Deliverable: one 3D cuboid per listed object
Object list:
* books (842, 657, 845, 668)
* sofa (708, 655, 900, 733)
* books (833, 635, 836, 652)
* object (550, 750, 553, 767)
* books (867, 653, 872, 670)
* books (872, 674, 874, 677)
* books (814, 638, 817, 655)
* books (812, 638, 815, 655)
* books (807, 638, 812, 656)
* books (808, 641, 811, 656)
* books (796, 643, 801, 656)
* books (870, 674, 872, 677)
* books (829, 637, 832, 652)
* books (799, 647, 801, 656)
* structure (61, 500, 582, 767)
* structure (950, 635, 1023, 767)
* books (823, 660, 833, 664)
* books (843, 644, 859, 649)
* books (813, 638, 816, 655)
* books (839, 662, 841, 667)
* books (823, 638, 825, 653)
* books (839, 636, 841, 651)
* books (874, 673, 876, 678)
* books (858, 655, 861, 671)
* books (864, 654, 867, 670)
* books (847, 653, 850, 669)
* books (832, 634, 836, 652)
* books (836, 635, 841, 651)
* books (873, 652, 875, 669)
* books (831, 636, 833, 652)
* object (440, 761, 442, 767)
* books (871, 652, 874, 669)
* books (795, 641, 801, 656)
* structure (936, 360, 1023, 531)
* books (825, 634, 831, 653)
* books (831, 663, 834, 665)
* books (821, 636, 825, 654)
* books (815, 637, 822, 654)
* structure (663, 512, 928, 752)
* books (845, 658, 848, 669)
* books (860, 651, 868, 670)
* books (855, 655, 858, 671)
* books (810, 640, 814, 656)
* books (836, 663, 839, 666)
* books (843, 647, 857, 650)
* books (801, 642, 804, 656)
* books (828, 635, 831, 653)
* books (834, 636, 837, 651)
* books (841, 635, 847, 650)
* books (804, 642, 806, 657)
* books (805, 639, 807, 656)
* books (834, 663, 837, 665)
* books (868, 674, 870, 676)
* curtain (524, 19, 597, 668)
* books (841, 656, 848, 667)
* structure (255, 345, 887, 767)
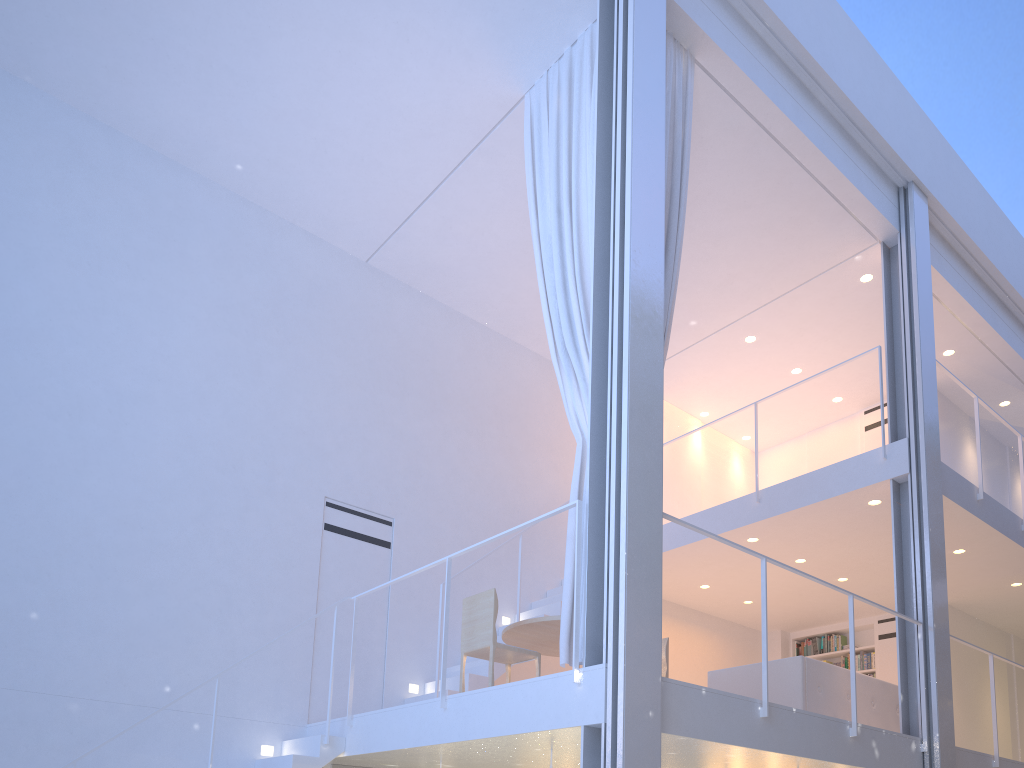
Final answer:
[{"bbox_3d":[0.867,2.142,4.865,3.789,1.480,0.129,19,-17,-30],"label":"books"},{"bbox_3d":[1.452,1.605,3.976,1.047,0.326,0.534,24,-32,-35],"label":"sofa"},{"bbox_3d":[2.359,1.890,5.967,0.101,0.120,0.008,17,-17,-38],"label":"books"},{"bbox_3d":[0.137,1.307,2.859,0.030,0.070,0.031,9,-15,-27],"label":"object"},{"bbox_3d":[0.948,2.116,4.819,3.736,1.477,0.047,17,-16,-27],"label":"books"},{"bbox_3d":[2.525,2.083,5.705,0.091,0.129,0.011,16,-16,-39],"label":"books"},{"bbox_3d":[2.269,1.949,6.086,0.089,0.129,0.025,16,-17,-38],"label":"books"},{"bbox_3d":[2.258,1.956,6.099,0.089,0.129,0.025,16,-17,-38],"label":"books"},{"bbox_3d":[2.228,1.972,6.137,0.087,0.137,0.011,15,-16,-39],"label":"books"},{"bbox_3d":[2.235,1.976,6.119,0.097,0.110,0.021,17,-18,-38],"label":"books"},{"bbox_3d":[2.168,2.018,6.197,0.101,0.110,0.006,18,-17,-38],"label":"books"},{"bbox_3d":[2.517,2.088,5.712,0.094,0.126,0.010,16,-17,-39],"label":"books"},{"bbox_3d":[2.344,1.910,5.992,0.090,0.108,0.019,17,-17,-38],"label":"books"},{"bbox_3d":[2.189,2.029,6.195,0.066,0.088,0.021,16,-17,-38],"label":"books"},{"bbox_3d":[-0.812,1.140,2.327,1.529,1.586,1.451,17,-24,-36],"label":"structure"},{"bbox_3d":[2.479,1.637,4.043,1.812,0.498,0.029,25,-22,-36],"label":"structure"},{"bbox_3d":[0.828,2.202,4.950,3.740,1.504,0.031,20,-18,-31],"label":"books"},{"bbox_3d":[2.428,1.882,5.891,0.066,0.018,0.103,18,-33,-28],"label":"books"},{"bbox_3d":[2.264,1.952,6.092,0.089,0.129,0.025,16,-17,-38],"label":"books"},{"bbox_3d":[2.380,2.058,5.935,0.066,0.090,0.042,16,-19,-38],"label":"books"},{"bbox_3d":[2.311,1.928,6.030,0.094,0.113,0.015,17,-17,-38],"label":"books"},{"bbox_3d":[2.385,1.881,5.938,0.095,0.108,0.007,17,-17,-38],"label":"books"},{"bbox_3d":[2.536,2.077,5.694,0.089,0.130,0.020,16,-16,-39],"label":"books"},{"bbox_3d":[0.926,2.111,4.838,3.742,1.454,0.030,18,-16,-28],"label":"books"},{"bbox_3d":[0.923,2.120,4.819,3.773,1.486,0.039,17,-16,-27],"label":"books"},{"bbox_3d":[2.423,2.000,5.873,0.087,0.137,0.011,15,-16,-39],"label":"books"},{"bbox_3d":[2.355,1.890,5.977,0.095,0.130,0.009,16,-16,-39],"label":"books"},{"bbox_3d":[2.377,1.881,5.946,0.100,0.115,0.015,17,-17,-38],"label":"books"},{"bbox_3d":[0.957,2.105,4.792,3.758,1.485,0.040,17,-15,-27],"label":"books"},{"bbox_3d":[2.348,1.900,5.980,0.101,0.115,0.005,17,-17,-38],"label":"books"},{"bbox_3d":[-0.293,1.584,3.378,0.030,0.070,0.031,9,-15,-27],"label":"object"},{"bbox_3d":[0.943,2.123,4.806,3.759,1.509,0.038,17,-15,-27],"label":"books"},{"bbox_3d":[2.164,2.015,6.209,0.094,0.127,0.015,16,-17,-39],"label":"books"},{"bbox_3d":[2.525,0.422,4.252,1.812,0.498,0.029,25,-22,-36],"label":"structure"},{"bbox_3d":[2.321,1.910,6.021,0.092,0.136,0.015,16,-16,-39],"label":"books"},{"bbox_3d":[2.339,2.085,5.985,0.066,0.090,0.042,16,-19,-38],"label":"books"},{"bbox_3d":[2.302,1.930,6.050,0.083,0.127,0.028,15,-16,-38],"label":"books"},{"bbox_3d":[2.275,1.945,6.079,0.089,0.129,0.025,16,-17,-38],"label":"books"},{"bbox_3d":[1.047,0.937,2.890,1.809,0.498,0.029,25,-22,-36],"label":"structure"},{"bbox_3d":[0.898,2.174,4.892,3.703,1.504,0.032,18,-17,-29],"label":"books"},{"bbox_3d":[0.921,2.136,4.850,3.733,1.534,0.032,17,-16,-27],"label":"books"},{"bbox_3d":[0.920,2.124,4.828,3.759,1.481,0.036,18,-16,-29],"label":"books"},{"bbox_3d":[2.244,1.967,6.106,0.101,0.115,0.007,17,-17,-38],"label":"books"},{"bbox_3d":[2.367,2.067,5.952,0.066,0.090,0.042,16,-19,-38],"label":"books"},{"bbox_3d":[2.429,1.905,5.892,0.067,0.018,0.101,22,-34,-32],"label":"books"},{"bbox_3d":[2.201,2.005,6.178,0.074,0.116,0.021,15,-16,-39],"label":"books"},{"bbox_3d":[2.333,1.907,6.004,0.094,0.126,0.010,16,-17,-39],"label":"books"},{"bbox_3d":[2.368,1.890,5.958,0.098,0.110,0.015,17,-17,-38],"label":"books"},{"bbox_3d":[2.397,1.878,5.940,0.076,0.115,0.007,15,-16,-39],"label":"books"},{"bbox_3d":[2.214,1.996,6.161,0.074,0.116,0.021,15,-16,-39],"label":"books"},{"bbox_3d":[2.219,1.980,6.145,0.091,0.129,0.011,16,-16,-39],"label":"books"},{"bbox_3d":[2.352,2.076,5.967,0.066,0.090,0.042,16,-19,-38],"label":"books"},{"bbox_3d":[2.506,2.093,5.725,0.095,0.130,0.009,16,-16,-39],"label":"books"},{"bbox_3d":[0.174,-0.164,2.774,0.102,2.160,0.534,10,-14,-40],"label":"curtain"},{"bbox_3d":[2.392,2.025,5.911,0.083,0.127,0.015,15,-16,-39],"label":"books"},{"bbox_3d":[-0.335,0.966,3.018,3.887,2.949,1.821,20,-23,-37],"label":"structure"}]
